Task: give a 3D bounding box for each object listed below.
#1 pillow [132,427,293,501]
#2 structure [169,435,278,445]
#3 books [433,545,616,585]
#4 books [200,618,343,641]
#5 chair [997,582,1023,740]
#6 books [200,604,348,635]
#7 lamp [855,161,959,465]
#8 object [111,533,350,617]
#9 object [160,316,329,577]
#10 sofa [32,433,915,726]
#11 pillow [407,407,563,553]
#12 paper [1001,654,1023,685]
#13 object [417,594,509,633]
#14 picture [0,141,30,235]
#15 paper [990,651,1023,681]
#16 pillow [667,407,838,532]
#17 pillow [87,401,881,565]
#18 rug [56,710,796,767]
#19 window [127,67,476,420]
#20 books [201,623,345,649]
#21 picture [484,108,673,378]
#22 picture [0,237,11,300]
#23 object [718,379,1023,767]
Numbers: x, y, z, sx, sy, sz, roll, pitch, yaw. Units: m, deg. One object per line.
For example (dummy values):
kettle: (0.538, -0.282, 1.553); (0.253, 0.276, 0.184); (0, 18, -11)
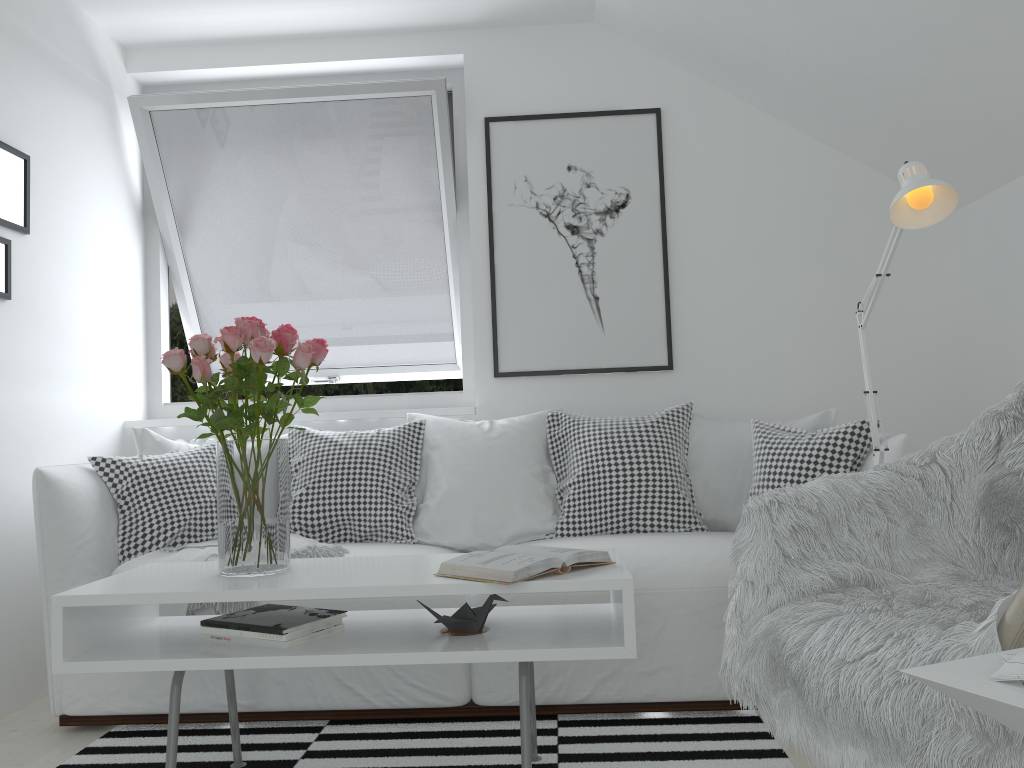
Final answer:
pillow: (-1.049, 0.391, 3.209); (0.617, 0.491, 0.321); (-1, -3, -23)
structure: (-0.641, 0.523, 3.548); (1.655, 0.660, 0.206); (-2, -3, 3)
books: (0.032, 0.389, 1.955); (0.231, 0.040, 0.342); (-5, -4, 45)
books: (-0.549, 0.551, 2.029); (0.254, 0.014, 0.191); (-4, -3, 27)
chair: (0.905, 0.402, 1.641); (0.776, 0.941, 0.719); (-1, -3, -23)
books: (-0.544, 0.538, 2.034); (0.257, 0.012, 0.207); (-4, -4, 31)
lamp: (0.898, 0.208, 2.066); (0.196, 1.373, 0.527); (-3, -3, 7)
object: (-0.810, 0.606, 2.870); (0.670, 0.291, 0.831); (-2, -3, 1)
object: (-0.607, 0.138, 2.062); (0.350, 0.599, 0.327); (-3, -3, 23)
sofa: (-0.108, 0.597, 2.949); (2.647, 0.768, 0.917); (-2, -3, 3)
pillow: (-0.104, 0.341, 3.142); (0.599, 0.505, 0.391); (-2, -3, 3)
paper: (0.713, 0.316, 0.937); (0.312, 0.015, 0.205); (-3, -3, 18)
object: (-0.114, 0.510, 1.998); (0.194, 0.088, 0.186); (-2, -3, -8)
picture: (-1.629, -0.640, 2.827); (0.019, 0.266, 0.290); (-2, -3, 3)
paper: (0.714, 0.313, 0.938); (0.205, 0.024, 0.312); (0, -4, -37)
pillow: (0.826, 0.316, 3.084); (0.623, 0.498, 0.333); (-4, -4, 36)
pillow: (-0.116, 0.336, 3.002); (2.488, 0.513, 0.676); (-2, -3, 5)
rug: (-0.298, 0.896, 1.191); (1.846, 0.004, 4.362); (-2, -3, 3)
window: (-3.198, -0.275, 5.884); (12.055, 8.137, 4.514); (-2, -3, 3)
books: (-0.545, 0.565, 2.025); (0.259, 0.014, 0.191); (-4, -3, 29)
picture: (0.267, -0.575, 3.605); (0.720, 1.072, 0.015); (-2, -3, 3)
picture: (-1.622, -0.372, 2.744); (0.017, 0.194, 0.218); (-2, -3, 3)
object: (0.894, 0.296, 1.647); (0.954, 0.789, 0.784); (-1, -3, -17)
